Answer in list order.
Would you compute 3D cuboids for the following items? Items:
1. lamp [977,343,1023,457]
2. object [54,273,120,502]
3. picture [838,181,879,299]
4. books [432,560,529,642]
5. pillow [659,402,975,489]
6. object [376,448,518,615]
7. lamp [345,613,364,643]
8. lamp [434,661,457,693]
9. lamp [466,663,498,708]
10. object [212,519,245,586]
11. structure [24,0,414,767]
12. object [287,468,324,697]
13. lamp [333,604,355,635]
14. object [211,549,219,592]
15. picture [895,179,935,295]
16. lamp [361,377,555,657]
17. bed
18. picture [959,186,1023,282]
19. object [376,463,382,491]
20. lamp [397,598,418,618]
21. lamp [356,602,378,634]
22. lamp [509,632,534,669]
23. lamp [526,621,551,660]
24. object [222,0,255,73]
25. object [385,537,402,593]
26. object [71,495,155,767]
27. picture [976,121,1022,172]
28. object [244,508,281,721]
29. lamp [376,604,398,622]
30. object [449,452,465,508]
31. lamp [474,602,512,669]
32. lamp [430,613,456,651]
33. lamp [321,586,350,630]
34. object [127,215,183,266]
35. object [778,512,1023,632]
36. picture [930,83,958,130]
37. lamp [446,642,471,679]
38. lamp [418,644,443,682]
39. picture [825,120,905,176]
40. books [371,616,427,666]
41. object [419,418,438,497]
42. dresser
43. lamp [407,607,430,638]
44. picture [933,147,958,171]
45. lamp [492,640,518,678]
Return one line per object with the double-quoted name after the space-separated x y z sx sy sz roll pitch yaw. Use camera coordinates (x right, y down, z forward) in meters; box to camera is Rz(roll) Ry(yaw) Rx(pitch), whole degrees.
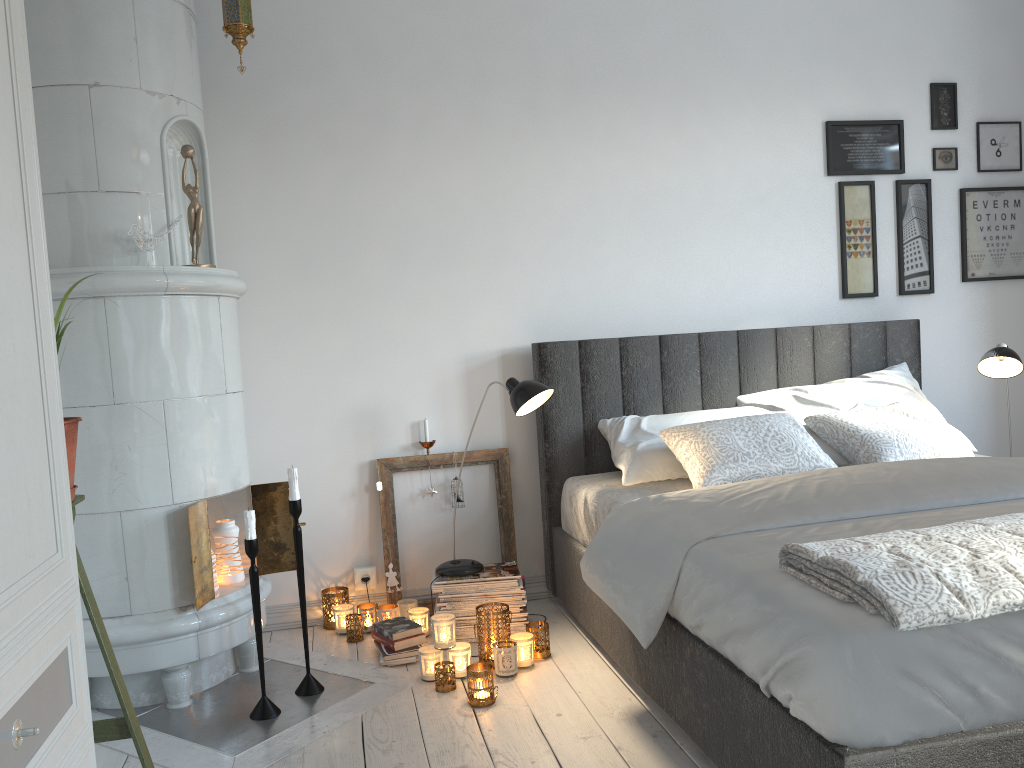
2.108 0.287 3.676 0.800 0.937 0.450 -5 4 -29 "lamp"
-0.983 0.005 1.859 0.333 0.499 0.300 -5 4 -28 "object"
1.511 -0.630 3.868 0.165 0.505 0.020 -4 4 -11 "picture"
-0.112 0.796 3.259 0.346 0.232 0.245 -4 3 -3 "books"
1.092 0.207 3.106 1.146 0.226 0.415 -4 3 -18 "pillow"
-0.251 0.591 3.538 0.528 0.631 0.082 -4 4 -11 "object"
-0.581 0.897 3.253 0.063 0.092 0.072 -2 4 21 "lamp"
-0.207 0.904 2.735 0.067 0.079 0.069 -2 4 30 "lamp"
-0.093 0.889 2.619 0.081 0.106 0.081 -6 4 -35 "lamp"
-0.949 0.559 2.955 0.098 0.210 0.098 -4 4 -13 "object"
-1.083 -0.345 2.780 1.248 2.839 0.799 -1 4 34 "structure"
-0.658 0.608 2.766 0.091 0.719 0.091 -4 4 -2 "object"
-0.634 0.891 3.354 0.080 0.099 0.080 -6 4 -40 "lamp"
-0.999 0.582 2.854 0.093 0.180 0.092 -4 4 -7 "object"
1.783 -0.649 3.921 0.165 0.505 0.020 -4 4 -11 "picture"
-0.226 0.454 3.210 0.826 0.937 0.449 -3 4 6 "lamp"
1.153 0.335 2.687 1.888 1.048 2.174 -4 3 -11 "bed"
2.192 -0.677 4.003 0.364 0.415 0.021 -4 4 -11 "picture"
-0.527 0.355 3.480 0.024 0.127 0.023 -5 4 -28 "object"
-0.395 0.876 3.373 0.081 0.099 0.080 -1 4 35 "lamp"
-0.544 0.886 3.351 0.080 0.099 0.080 -6 4 -40 "lamp"
0.035 0.872 2.897 0.081 0.099 0.080 -2 4 23 "lamp"
0.088 0.861 2.976 0.080 0.107 0.080 -6 4 -39 "lamp"
-0.943 -1.317 3.032 0.117 0.506 0.105 -6 5 -38 "object"
-0.470 0.705 3.479 0.062 0.221 0.028 -5 4 -16 "object"
-0.932 0.649 1.687 0.431 0.775 0.670 -4 3 -11 "object"
2.191 -1.066 3.985 0.225 0.220 0.010 -4 4 -11 "picture"
-0.750 0.670 2.608 0.091 0.623 0.091 -6 4 -33 "object"
-0.463 0.883 3.316 0.080 0.099 0.080 -6 4 -40 "lamp"
-0.219 0.380 3.543 0.062 0.228 0.063 -3 4 13 "object"
-0.058 0.831 2.934 0.117 0.188 0.121 -1 4 31 "lamp"
-0.217 0.791 2.831 0.081 0.099 0.080 -1 4 32 "lamp"
-0.682 0.869 3.441 0.107 0.141 0.107 -6 4 -39 "lamp"
-1.061 -0.432 2.650 0.059 0.165 0.196 -1 4 34 "object"
1.309 0.327 1.857 1.460 0.104 0.404 -4 3 -11 "object"
1.910 -1.227 3.919 0.128 0.202 0.011 -4 4 -11 "picture"
-0.168 0.887 2.841 0.081 0.099 0.080 -2 4 23 "lamp"
-0.257 0.893 2.829 0.081 0.099 0.080 -2 4 23 "lamp"
1.536 -1.026 3.851 0.365 0.232 0.020 -4 4 -11 "picture"
-0.388 0.891 3.078 0.175 0.096 0.262 -4 3 -16 "books"
-0.333 0.294 3.531 0.067 0.321 0.067 -1 5 37 "object"
-0.731 -0.012 0.368 0.630 2.165 1.431 -4 4 -11 "dresser"
-0.340 0.878 3.252 0.080 0.099 0.080 -6 4 -40 "lamp"
1.923 -0.998 3.934 0.119 0.098 0.010 -4 4 -11 "picture"
-0.020 0.878 2.830 0.081 0.099 0.080 -2 4 23 "lamp"
